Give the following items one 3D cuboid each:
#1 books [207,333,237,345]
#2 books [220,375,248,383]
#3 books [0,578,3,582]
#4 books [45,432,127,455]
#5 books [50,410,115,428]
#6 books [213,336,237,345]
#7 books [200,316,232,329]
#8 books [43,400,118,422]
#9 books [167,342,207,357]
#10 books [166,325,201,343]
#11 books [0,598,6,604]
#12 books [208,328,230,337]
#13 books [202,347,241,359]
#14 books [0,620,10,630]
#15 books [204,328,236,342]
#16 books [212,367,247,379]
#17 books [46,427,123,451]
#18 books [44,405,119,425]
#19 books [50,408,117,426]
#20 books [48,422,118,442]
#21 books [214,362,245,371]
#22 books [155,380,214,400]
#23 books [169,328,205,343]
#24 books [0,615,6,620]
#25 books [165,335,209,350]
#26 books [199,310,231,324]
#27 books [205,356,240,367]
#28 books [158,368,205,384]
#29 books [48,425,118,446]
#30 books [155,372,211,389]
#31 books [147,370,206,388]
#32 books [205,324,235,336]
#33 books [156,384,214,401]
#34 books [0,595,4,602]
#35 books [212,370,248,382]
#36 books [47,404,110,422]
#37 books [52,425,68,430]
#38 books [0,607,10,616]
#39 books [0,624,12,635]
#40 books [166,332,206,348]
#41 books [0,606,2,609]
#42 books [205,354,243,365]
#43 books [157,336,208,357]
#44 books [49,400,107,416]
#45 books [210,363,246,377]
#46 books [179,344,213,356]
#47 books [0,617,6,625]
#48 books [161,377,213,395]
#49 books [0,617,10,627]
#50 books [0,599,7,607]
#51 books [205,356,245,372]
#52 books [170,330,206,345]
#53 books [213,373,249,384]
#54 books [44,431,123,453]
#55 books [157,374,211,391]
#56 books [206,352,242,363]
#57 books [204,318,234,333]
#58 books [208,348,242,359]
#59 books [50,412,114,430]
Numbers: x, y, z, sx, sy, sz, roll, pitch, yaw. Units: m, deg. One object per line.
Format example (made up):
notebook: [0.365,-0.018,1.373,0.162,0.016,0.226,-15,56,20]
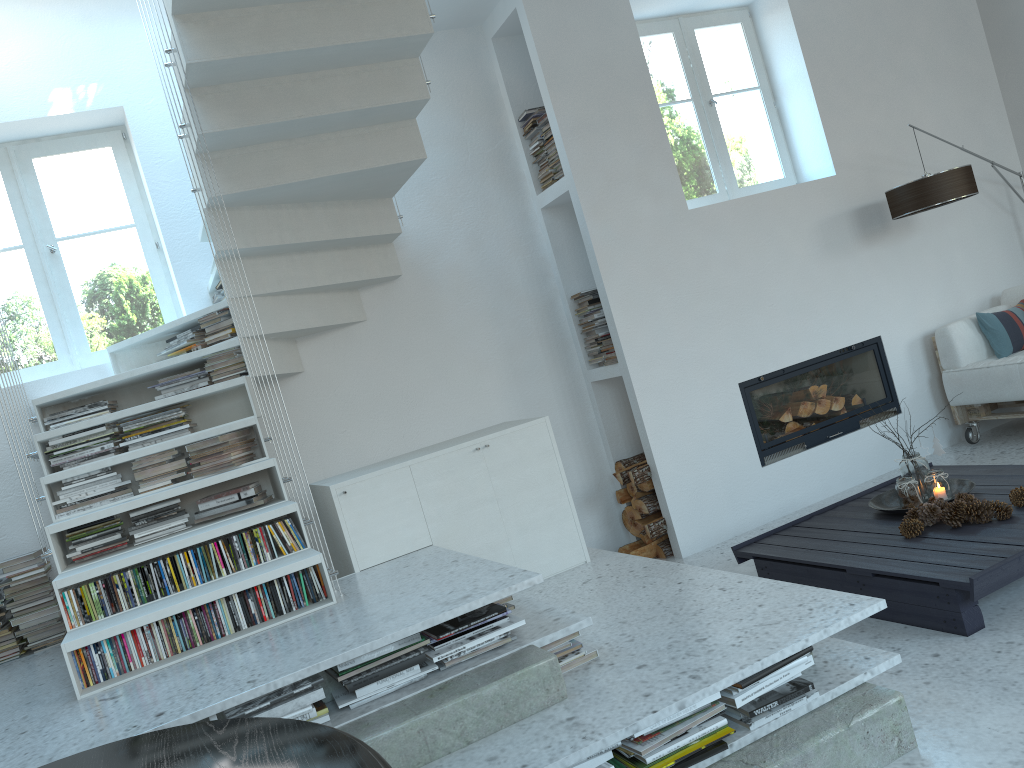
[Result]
books: [-1.277,-0.218,4.108,0.142,0.015,0.247,-16,1,26]
books: [-1.261,-0.019,4.104,0.153,0.009,0.260,-16,1,7]
books: [-2.337,0.896,3.882,0.152,0.013,0.218,-17,1,-19]
books: [-1.799,0.250,3.760,0.289,0.008,0.162,-16,1,-3]
books: [-1.980,0.164,4.100,0.253,0.011,0.182,-17,1,-15]
books: [-1.274,-0.204,4.108,0.140,0.013,0.180,-16,1,31]
books: [-1.306,-0.293,4.109,0.135,0.017,0.250,-16,1,28]
books: [-1.993,0.125,4.108,0.288,0.017,0.150,-16,1,-7]
books: [-1.500,-0.173,4.227,0.216,0.008,0.184,-16,1,33]
books: [-1.508,-0.249,4.243,0.300,0.014,0.156,-15,1,38]
books: [-2.316,0.976,3.888,0.159,0.010,0.196,-17,1,-24]
books: [-1.287,-0.246,4.107,0.134,0.009,0.209,-16,1,32]
books: [-1.303,-0.142,4.100,0.158,0.007,0.300,-16,1,3]
books: [-2.295,1.079,3.887,0.139,0.010,0.190,-17,1,-19]
books: [-1.269,-0.237,4.100,0.181,0.017,0.249,-16,1,28]
books: [-1.264,-0.054,4.102,0.179,0.015,0.223,-16,1,2]
books: [-1.807,0.233,3.780,0.298,0.017,0.136,-16,1,-6]
books: [-1.986,0.144,4.100,0.282,0.010,0.169,-16,1,-7]
books: [-1.987,0.155,4.122,0.266,0.010,0.145,-17,1,-13]
books: [-1.813,0.203,3.763,0.235,0.014,0.165,-16,1,-5]
books: [-1.283,-0.079,4.102,0.144,0.008,0.208,-16,1,-2]
books: [-1.501,0.027,4.133,0.265,0.017,0.174,-16,1,7]
books: [-1.505,-0.240,4.243,0.269,0.005,0.156,-15,1,38]
books: [-2.310,1.043,3.884,0.130,0.025,0.178,-17,1,-19]
books: [-1.509,-0.202,4.226,0.230,0.013,0.184,-16,1,33]
books: [-1.283,-0.315,4.093,0.175,0.012,0.283,-16,1,23]
books: [-1.288,-0.108,4.101,0.149,0.006,0.290,-16,1,7]
books: [-1.519,-0.037,4.129,0.199,0.016,0.182,-16,1,-1]
books: [-1.808,0.217,3.753,0.230,0.015,0.190,-16,1,-8]
books: [-1.513,-0.018,4.145,0.254,0.012,0.161,-16,1,2]
books: [-1.516,-0.026,4.131,0.299,0.006,0.192,-16,1,3]
books: [-1.273,-0.259,4.098,0.163,0.010,0.256,-16,1,23]
books: [-1.497,0.038,4.142,0.292,0.007,0.160,-16,1,0]
books: [-2.312,0.966,3.890,0.165,0.007,0.216,-17,1,-26]
books: [-1.263,-0.042,4.103,0.168,0.008,0.240,-16,1,6]
books: [-1.987,0.136,4.095,0.262,0.006,0.184,-17,1,-16]
books: [-1.978,0.178,4.111,0.261,0.006,0.151,-17,1,-17]
books: [-2.299,1.020,3.891,0.166,0.013,0.242,-17,1,-24]
books: [-2.283,1.095,3.891,0.159,0.014,0.198,-17,1,-23]
books: [-1.507,-0.215,4.233,0.266,0.012,0.175,-15,1,40]
books: [-2.318,1.003,3.884,0.128,0.022,0.258,-17,1,-26]
books: [-1.292,-0.114,4.101,0.159,0.007,0.285,-16,1,4]
books: [-1.516,-0.186,4.212,0.284,0.013,0.225,-15,1,41]
books: [-1.998,0.113,4.113,0.239,0.008,0.160,-17,1,-13]
books: [-1.270,-0.069,4.102,0.173,0.018,0.238,-16,1,5]
books: [-1.481,-0.165,4.248,0.216,0.019,0.132,-15,1,43]
books: [-2.302,1.061,3.886,0.135,0.013,0.184,-17,1,-25]
books: [-1.505,0.007,4.154,0.230,0.022,0.140,-16,1,1]
books: [-2.298,1.070,3.887,0.135,0.008,0.231,-17,1,-19]
books: [-2.309,0.984,3.890,0.161,0.010,0.225,-17,1,-26]
books: [-1.274,-0.097,4.097,0.200,0.023,0.262,-16,1,5]
books: [-1.507,-0.229,4.237,0.196,0.014,0.172,-15,1,38]
books: [-1.280,-0.026,4.104,0.130,0.015,0.209,-16,1,5]
books: [-1.801,0.243,3.759,0.292,0.005,0.168,-16,1,-4]
books: [-1.511,-0.007,4.133,0.233,0.010,0.170,-16,1,-2]
books: [-1.306,-0.121,4.101,0.132,0.016,0.262,-16,1,1]
books: [-1.273,-0.279,4.095,0.191,0.028,0.212,-16,1,30]
books: [-1.288,-0.139,4.100,0.163,0.008,0.266,-16,1,-2]
books: [-1.979,0.172,4.108,0.266,0.006,0.173,-17,1,-13]
